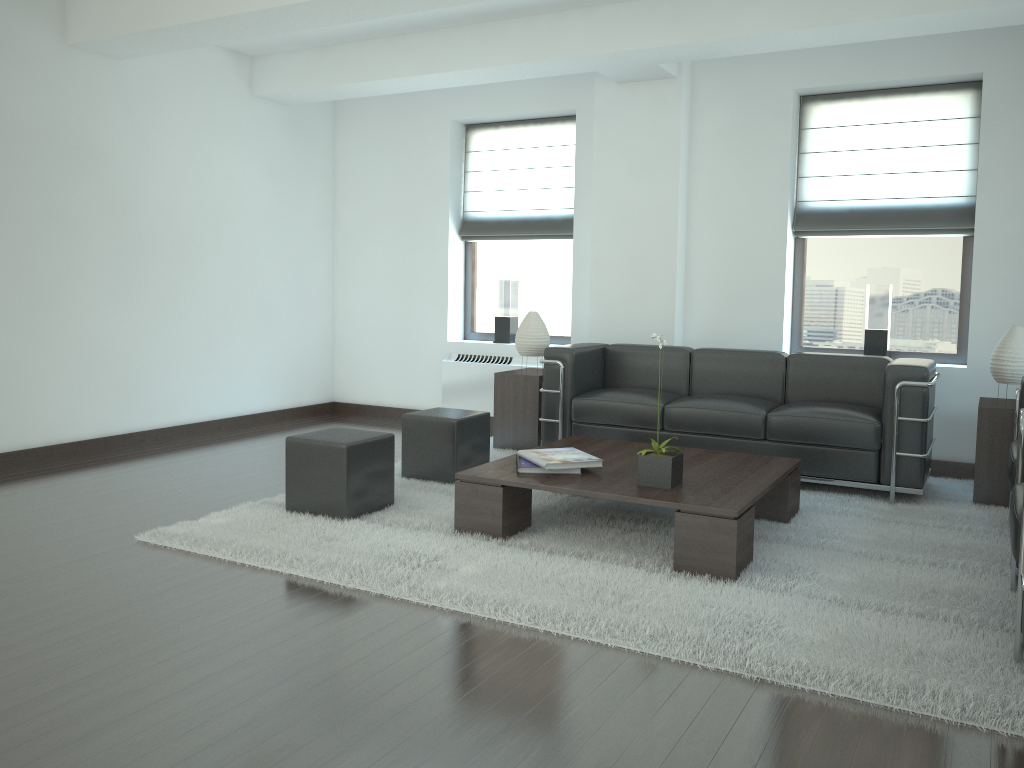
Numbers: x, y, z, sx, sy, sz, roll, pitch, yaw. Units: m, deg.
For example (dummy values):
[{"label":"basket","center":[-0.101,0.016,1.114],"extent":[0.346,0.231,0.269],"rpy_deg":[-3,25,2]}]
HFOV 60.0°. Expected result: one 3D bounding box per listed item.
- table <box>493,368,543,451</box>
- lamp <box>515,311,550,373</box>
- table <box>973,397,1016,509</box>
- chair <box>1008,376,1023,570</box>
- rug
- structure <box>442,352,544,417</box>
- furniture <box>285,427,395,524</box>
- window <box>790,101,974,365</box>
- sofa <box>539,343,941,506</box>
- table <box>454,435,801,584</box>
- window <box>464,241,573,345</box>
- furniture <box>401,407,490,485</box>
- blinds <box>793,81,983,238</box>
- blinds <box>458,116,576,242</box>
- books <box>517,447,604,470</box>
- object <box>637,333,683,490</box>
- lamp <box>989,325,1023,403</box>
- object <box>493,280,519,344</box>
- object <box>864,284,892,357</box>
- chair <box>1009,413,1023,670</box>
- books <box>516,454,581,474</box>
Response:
[{"label":"table","center":[0.226,0.287,9.500],"extent":[0.526,0.843,0.787],"rpy_deg":[4,6,28]},{"label":"lamp","center":[0.217,-0.449,9.388],"extent":[0.375,0.653,0.375],"rpy_deg":[4,6,33]},{"label":"table","center":[4.155,0.584,7.365],"extent":[0.526,0.843,0.787],"rpy_deg":[4,6,28]},{"label":"chair","center":[3.860,0.577,5.749],"extent":[1.124,1.168,1.649],"rpy_deg":[4,6,28]},{"label":"rug","center":[1.425,0.989,6.671],"extent":[6.257,0.110,5.178],"rpy_deg":[4,7,28]},{"label":"structure","center":[-0.180,0.022,10.705],"extent":[1.462,0.724,0.194],"rpy_deg":[4,5,28]},{"label":"furniture","center":[-1.287,0.666,6.677],"extent":[0.588,0.578,0.603],"rpy_deg":[4,6,29]},{"label":"window","center":[3.787,-1.606,9.064],"extent":[1.702,2.725,0.146],"rpy_deg":[4,5,29]},{"label":"sofa","center":[2.015,0.279,8.253],"extent":[3.479,1.167,1.125],"rpy_deg":[4,6,28]},{"label":"table","center":[0.915,0.813,6.456],"extent":[1.938,0.440,1.924],"rpy_deg":[4,7,28]},{"label":"window","center":[0.184,-1.878,11.022],"extent":[1.702,2.725,0.146],"rpy_deg":[4,5,29]},{"label":"furniture","center":[-0.587,0.543,7.958],"extent":[0.588,0.578,0.603],"rpy_deg":[4,6,29]},{"label":"blinds","center":[3.727,-2.217,8.875],"extent":[1.687,1.473,0.222],"rpy_deg":[4,5,28]},{"label":"blinds","center":[0.125,-2.489,10.832],"extent":[1.687,1.473,0.222],"rpy_deg":[4,5,28]},{"label":"books","center":[0.337,0.528,6.309],"extent":[0.446,0.045,0.519],"rpy_deg":[-1,6,-20]},{"label":"object","center":[0.981,0.163,5.818],"extent":[0.252,0.990,0.336],"rpy_deg":[3,5,28]},{"label":"lamp","center":[4.125,-0.154,7.265],"extent":[0.375,0.653,0.375],"rpy_deg":[-2,6,-32]},{"label":"object","center":[-0.065,-0.894,10.950],"extent":[0.239,0.774,0.244],"rpy_deg":[3,5,28]},{"label":"object","center":[3.680,-0.612,8.915],"extent":[0.239,0.774,0.244],"rpy_deg":[3,5,28]},{"label":"chair","center":[3.046,0.719,4.277],"extent":[1.124,1.168,1.649],"rpy_deg":[4,6,28]},{"label":"books","center":[0.255,0.568,6.351],"extent":[0.446,0.045,0.520],"rpy_deg":[1,6,-1]}]
